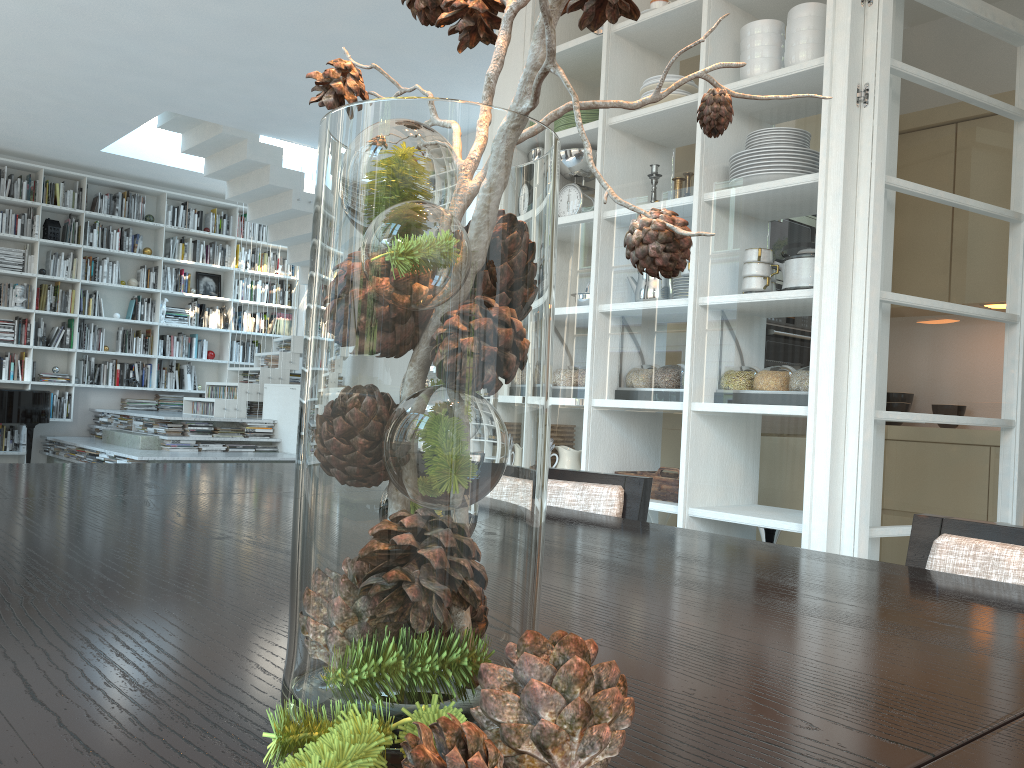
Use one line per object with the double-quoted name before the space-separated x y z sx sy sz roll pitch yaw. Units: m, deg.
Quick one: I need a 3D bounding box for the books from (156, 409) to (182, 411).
"books" -3.955 0.300 10.210 0.254 0.007 0.161 4 -2 -37

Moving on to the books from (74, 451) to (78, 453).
"books" -4.190 0.657 8.650 0.140 0.013 0.180 4 -2 -38

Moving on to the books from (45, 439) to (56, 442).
"books" -4.792 0.596 9.334 0.158 0.014 0.234 5 -2 -43

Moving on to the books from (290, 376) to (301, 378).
"books" -2.683 -0.083 10.726 0.235 0.014 0.155 4 -2 -40

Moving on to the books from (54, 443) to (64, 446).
"books" -4.594 0.622 9.118 0.290 0.005 0.126 1 -2 44

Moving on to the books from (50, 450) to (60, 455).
"books" -4.613 0.705 9.104 0.189 0.030 0.237 4 -2 -41

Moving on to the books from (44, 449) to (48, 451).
"books" -4.800 0.697 9.330 0.233 0.009 0.155 1 -2 44

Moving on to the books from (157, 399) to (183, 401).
"books" -3.955 0.182 10.216 0.285 0.005 0.159 4 -2 -42

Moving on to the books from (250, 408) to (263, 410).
"books" -3.077 0.312 10.976 0.328 0.008 0.207 4 -2 -37

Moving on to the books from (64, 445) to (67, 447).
"books" -4.390 0.621 8.887 0.130 0.018 0.255 4 -2 -38

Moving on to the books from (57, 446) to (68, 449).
"books" -4.409 0.636 8.872 0.180 0.015 0.294 5 -2 -43

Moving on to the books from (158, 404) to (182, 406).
"books" -3.955 0.238 10.217 0.254 0.007 0.161 4 -2 -40

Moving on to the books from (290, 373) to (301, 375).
"books" -2.680 -0.121 10.725 0.229 0.011 0.159 4 -2 -42

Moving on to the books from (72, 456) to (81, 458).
"books" -4.193 0.710 8.649 0.140 0.008 0.283 5 -2 -43

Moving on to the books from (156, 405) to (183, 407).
"books" -3.952 0.251 10.212 0.161 0.007 0.254 1 -2 45

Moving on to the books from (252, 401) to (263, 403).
"books" -3.074 0.227 10.977 0.254 0.009 0.161 4 -2 -38

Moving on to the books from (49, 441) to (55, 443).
"books" -4.781 0.613 9.344 0.133 0.017 0.231 4 -2 -40

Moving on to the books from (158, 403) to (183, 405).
"books" -3.949 0.231 10.210 0.159 0.007 0.285 1 -2 44

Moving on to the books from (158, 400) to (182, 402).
"books" -3.955 0.193 10.216 0.254 0.006 0.161 4 -2 -42

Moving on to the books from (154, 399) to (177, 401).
"books" -3.955 0.188 10.216 0.285 0.005 0.159 4 -2 -40

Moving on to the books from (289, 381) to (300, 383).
"books" -2.686 -0.028 10.724 0.192 0.008 0.160 4 -2 -41

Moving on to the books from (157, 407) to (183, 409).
"books" -3.950 0.272 10.210 0.285 0.007 0.159 4 -2 -36

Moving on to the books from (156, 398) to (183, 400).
"books" -3.949 0.171 10.211 0.159 0.005 0.285 1 -2 45

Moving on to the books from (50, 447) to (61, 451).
"books" -4.617 0.664 9.099 0.191 0.028 0.212 4 -2 -37

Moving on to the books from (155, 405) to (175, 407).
"books" -3.954 0.258 10.216 0.285 0.007 0.159 4 -2 -39

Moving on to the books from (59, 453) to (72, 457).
"books" -4.412 0.710 8.871 0.177 0.026 0.230 4 -2 -38

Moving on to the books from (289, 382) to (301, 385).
"books" -2.563 -0.005 10.574 0.267 0.026 0.161 4 -2 -36

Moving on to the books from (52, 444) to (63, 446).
"books" -4.602 0.628 9.111 0.160 0.009 0.291 4 -2 -39

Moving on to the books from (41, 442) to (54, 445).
"books" -4.809 0.626 9.320 0.243 0.013 0.191 1 -2 45

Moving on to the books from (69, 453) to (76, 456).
"books" -4.197 0.688 8.644 0.165 0.012 0.205 4 -2 -41

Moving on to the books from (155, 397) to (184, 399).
"books" -3.948 0.161 10.215 0.285 0.005 0.159 5 -2 -44

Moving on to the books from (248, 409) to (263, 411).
"books" -3.081 0.327 10.980 0.328 0.008 0.207 4 -2 -33

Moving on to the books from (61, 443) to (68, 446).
"books" -4.399 0.608 8.879 0.159 0.006 0.285 4 -2 -39

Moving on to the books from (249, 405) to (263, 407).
"books" -3.075 0.274 10.976 0.328 0.008 0.207 4 -2 -35

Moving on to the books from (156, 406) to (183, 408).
"books" -3.952 0.266 10.212 0.161 0.007 0.254 1 -2 45

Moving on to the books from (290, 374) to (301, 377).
"books" -2.690 -0.103 10.735 0.232 0.025 0.123 5 -2 -44

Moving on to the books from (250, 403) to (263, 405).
"books" -3.077 0.251 10.982 0.328 0.008 0.207 4 -2 -39

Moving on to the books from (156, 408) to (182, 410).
"books" -3.959 0.286 10.215 0.254 0.007 0.161 4 -2 -40

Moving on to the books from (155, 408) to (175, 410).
"books" -3.961 0.293 10.217 0.254 0.007 0.161 4 -2 -41

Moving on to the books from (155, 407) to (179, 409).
"books" -3.954 0.279 10.210 0.159 0.007 0.285 1 -2 45

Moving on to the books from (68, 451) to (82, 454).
"books" -4.200 0.668 8.641 0.246 0.011 0.159 1 -2 45

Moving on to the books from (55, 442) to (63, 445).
"books" -4.590 0.612 9.121 0.135 0.014 0.297 4 -2 -40

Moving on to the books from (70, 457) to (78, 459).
"books" -4.199 0.720 8.643 0.157 0.014 0.180 5 -2 -44

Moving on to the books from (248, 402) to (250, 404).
"books" -3.370 0.219 10.712 0.354 0.017 0.198 4 -2 -36

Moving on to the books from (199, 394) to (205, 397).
"books" -3.555 0.145 10.508 0.204 0.035 0.266 4 -2 -40

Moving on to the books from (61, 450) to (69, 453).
"books" -4.395 0.680 8.884 0.149 0.007 0.300 4 -2 -41

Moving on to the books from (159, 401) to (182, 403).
"books" -3.957 0.204 10.217 0.254 0.006 0.161 4 -2 -41

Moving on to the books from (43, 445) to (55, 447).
"books" -4.804 0.650 9.325 0.188 0.009 0.211 4 -2 -42

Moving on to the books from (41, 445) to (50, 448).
"books" -4.806 0.661 9.323 0.278 0.012 0.177 1 -2 45

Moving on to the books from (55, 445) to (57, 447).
"books" -4.594 0.642 9.119 0.143 0.019 0.230 4 -2 -40

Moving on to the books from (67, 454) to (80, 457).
"books" -4.201 0.699 8.641 0.159 0.012 0.292 5 -2 -44

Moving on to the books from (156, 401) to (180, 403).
"books" -3.956 0.210 10.220 0.285 0.007 0.159 4 -2 -41

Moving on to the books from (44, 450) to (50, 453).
"books" -4.799 0.709 9.331 0.172 0.016 0.241 4 -2 -41

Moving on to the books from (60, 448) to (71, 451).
"books" -4.407 0.654 8.873 0.171 0.020 0.193 4 -2 -37

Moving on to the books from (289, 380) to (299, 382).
"books" -2.693 -0.038 10.733 0.182 0.011 0.131 5 -2 -43

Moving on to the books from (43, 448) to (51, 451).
"books" -4.806 0.686 9.324 0.179 0.012 0.261 4 -2 -38

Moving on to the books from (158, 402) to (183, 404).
"books" -3.954 0.217 10.218 0.285 0.007 0.159 4 -2 -40

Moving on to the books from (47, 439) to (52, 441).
"books" -4.796 0.585 9.330 0.157 0.007 0.268 4 -2 -36

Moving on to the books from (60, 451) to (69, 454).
"books" -4.406 0.690 8.875 0.172 0.014 0.221 4 -2 -40
